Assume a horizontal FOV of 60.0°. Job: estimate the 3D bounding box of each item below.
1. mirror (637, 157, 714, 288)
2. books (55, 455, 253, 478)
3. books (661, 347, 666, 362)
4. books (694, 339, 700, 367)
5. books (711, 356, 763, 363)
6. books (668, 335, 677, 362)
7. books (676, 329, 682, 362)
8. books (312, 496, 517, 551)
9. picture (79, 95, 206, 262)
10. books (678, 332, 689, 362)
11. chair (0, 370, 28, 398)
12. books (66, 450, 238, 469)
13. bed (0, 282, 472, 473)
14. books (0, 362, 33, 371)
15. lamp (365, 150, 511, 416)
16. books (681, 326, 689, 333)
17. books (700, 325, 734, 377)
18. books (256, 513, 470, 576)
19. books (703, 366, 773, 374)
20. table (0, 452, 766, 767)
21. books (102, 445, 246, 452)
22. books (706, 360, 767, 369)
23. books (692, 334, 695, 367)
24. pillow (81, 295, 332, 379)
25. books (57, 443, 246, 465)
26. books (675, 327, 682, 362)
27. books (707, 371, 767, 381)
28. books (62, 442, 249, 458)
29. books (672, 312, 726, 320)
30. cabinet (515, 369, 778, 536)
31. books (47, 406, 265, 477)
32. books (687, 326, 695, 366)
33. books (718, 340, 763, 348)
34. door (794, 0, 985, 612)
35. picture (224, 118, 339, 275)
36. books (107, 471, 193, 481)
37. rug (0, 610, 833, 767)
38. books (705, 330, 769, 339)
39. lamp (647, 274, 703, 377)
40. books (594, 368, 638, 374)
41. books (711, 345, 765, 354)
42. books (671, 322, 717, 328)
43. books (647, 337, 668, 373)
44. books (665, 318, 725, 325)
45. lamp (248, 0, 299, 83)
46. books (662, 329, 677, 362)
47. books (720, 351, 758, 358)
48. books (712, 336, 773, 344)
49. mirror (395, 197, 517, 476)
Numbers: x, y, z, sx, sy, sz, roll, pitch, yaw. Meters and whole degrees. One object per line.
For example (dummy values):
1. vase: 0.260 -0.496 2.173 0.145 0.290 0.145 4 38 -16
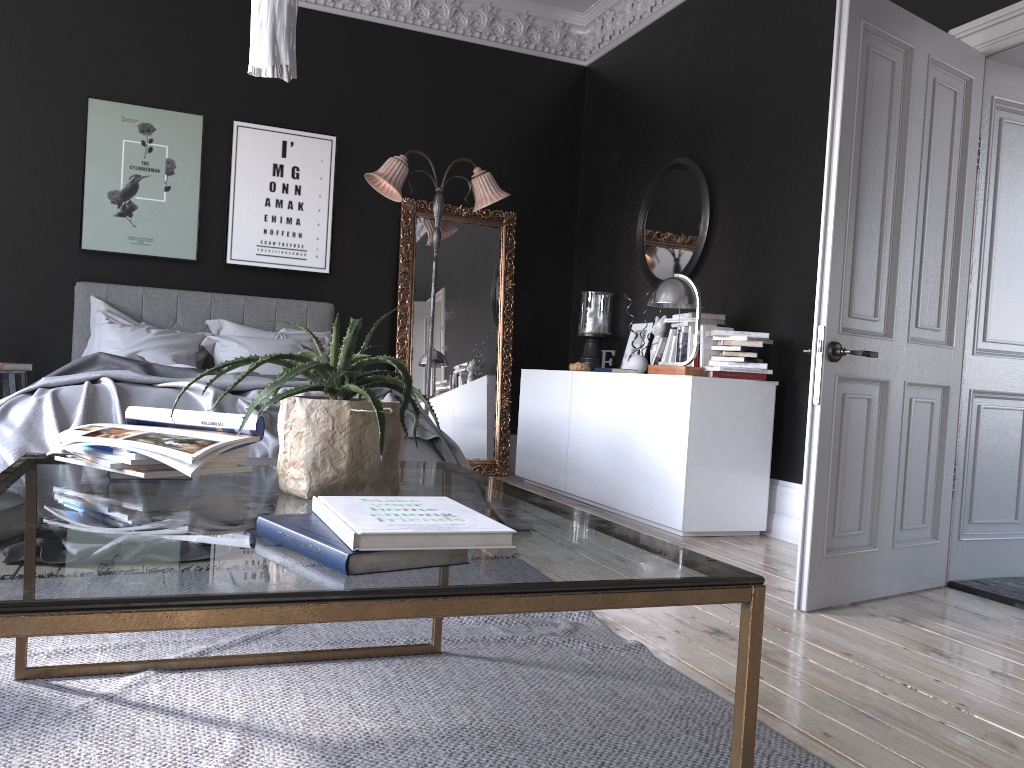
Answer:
1. mirror: 1.112 -1.110 6.195 0.061 0.925 0.923 3 1 -22
2. books: -0.749 0.167 1.858 0.318 0.011 0.252 4 1 35
3. books: 1.050 -0.169 5.676 0.195 0.245 0.132 3 1 -22
4. books: 1.201 -0.182 5.304 0.235 0.295 0.038 3 2 -22
5. books: 1.286 -0.136 5.065 0.203 0.029 0.268 4 1 38
6. books: 1.080 -0.172 5.601 0.195 0.256 0.091 3 2 -22
7. books: 1.103 -0.186 5.478 0.193 0.289 0.030 3 2 -22
8. books: -0.153 0.197 1.286 0.220 0.024 0.307 3 1 -22
9. picture: -2.635 -1.452 6.340 0.792 1.079 0.014 3 2 -22
10. books: 1.108 -0.174 5.423 0.204 0.270 0.029 3 2 -22
11. chair: -3.305 0.239 5.602 0.613 0.673 0.613 4 1 22
12. books: -0.773 0.154 1.894 0.252 0.011 0.318 3 1 -40
13. bed: -1.769 0.020 5.090 2.766 1.299 3.280 3 1 -33
14. books: -3.272 -0.118 5.595 0.346 0.045 0.275 4 1 8
15. lamp: -0.591 -0.485 6.551 0.986 2.412 0.772 4 2 11
16. books: 1.135 -0.193 5.462 0.220 0.307 0.024 3 2 -22
17. books: 1.215 -0.186 5.263 0.220 0.308 0.050 3 2 -22
18. books: -0.217 0.221 1.265 0.193 0.030 0.289 3 1 -38
19. books: 1.277 -0.078 5.032 0.319 0.025 0.228 3 1 -12
20. table: -0.435 0.497 1.717 1.093 0.558 1.448 3 1 -22
21. books: -0.766 0.123 1.907 0.318 0.011 0.252 4 1 45
22. books: 1.277 -0.107 5.059 0.318 0.031 0.229 4 1 8
23. books: 1.176 -0.165 5.363 0.195 0.259 0.026 3 2 -22
24. pillow: -2.118 -0.196 6.137 1.831 0.760 0.679 3 1 -22
25. books: -0.765 0.144 1.880 0.318 0.011 0.252 4 1 40
26. books: 1.128 -0.194 5.554 0.221 0.307 0.030 3 2 -22
27. books: 1.270 -0.047 5.024 0.295 0.038 0.234 4 1 5
28. books: -0.764 0.133 1.899 0.318 0.011 0.252 4 1 40
29. books: 1.158 -0.414 5.505 0.220 0.030 0.306 3 1 -12
30. cabinet: 0.758 0.374 5.986 0.570 0.883 2.394 3 1 -22
31. books: -0.727 0.112 1.836 0.322 0.109 0.273 4 1 13
32. books: 1.165 -0.190 5.388 0.220 0.307 0.024 3 2 -22
33. books: 1.298 -0.225 5.054 0.220 0.030 0.306 4 1 8
34. door: 1.599 -0.304 3.628 1.098 2.375 0.216 2 2 -35
35. picture: -1.737 -1.401 6.703 0.792 1.079 0.014 3 2 -22
36. books: -0.779 0.181 1.918 0.162 0.023 0.231 3 1 -21
37. rug: -0.329 0.770 1.825 2.106 0.050 3.642 3 1 -21
38. books: 1.279 -0.280 5.054 0.306 0.030 0.220 3 1 -2
39. lamp: 0.947 -0.344 5.151 0.328 0.591 0.340 2 2 -42
40. books: 0.679 -0.086 5.774 0.193 0.030 0.289 3 1 -16
41. books: 1.289 -0.196 5.057 0.193 0.030 0.289 4 1 42
42. books: 1.129 -0.362 5.502 0.195 0.026 0.258 3 1 -12
43. books: 1.006 -0.173 5.703 0.203 0.246 0.158 3 1 -22
44. books: 1.132 -0.387 5.495 0.220 0.024 0.307 3 1 -32
45. lamp: -0.804 -2.130 3.164 0.782 2.050 0.783 4 2 22
46. books: 1.068 -0.194 5.630 0.220 0.296 0.126 3 2 -22
47. books: 1.292 -0.166 5.072 0.193 0.030 0.289 4 1 9
48. books: 1.318 -0.251 5.063 0.220 0.024 0.307 4 1 43
49. mirror: -0.451 -0.366 7.187 0.991 2.193 0.254 3 2 -22
